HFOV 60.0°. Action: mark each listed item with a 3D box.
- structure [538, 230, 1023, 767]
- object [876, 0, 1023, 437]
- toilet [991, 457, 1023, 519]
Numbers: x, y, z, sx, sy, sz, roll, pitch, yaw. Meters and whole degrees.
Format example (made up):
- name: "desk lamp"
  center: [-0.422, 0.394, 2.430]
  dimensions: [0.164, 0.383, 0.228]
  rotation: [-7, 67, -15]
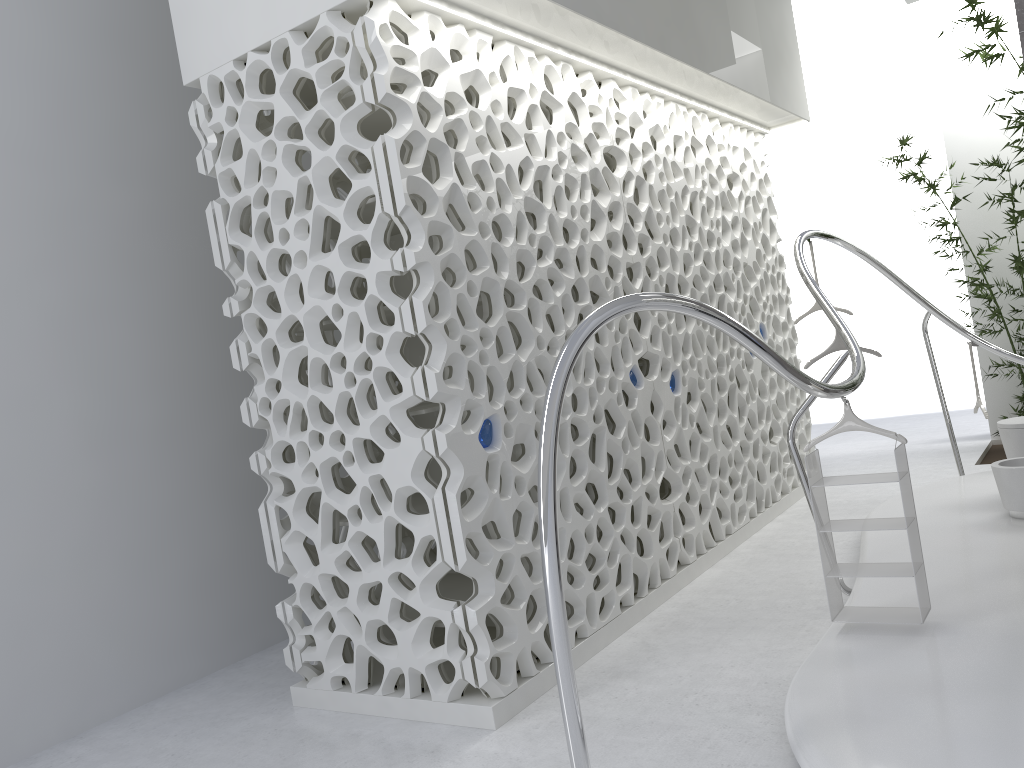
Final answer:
- name: "structure"
  center: [3.641, -0.235, 3.631]
  dimensions: [5.433, 2.080, 5.250]
  rotation: [-9, 1, 30]
- name: "object"
  center: [5.772, -1.592, 6.323]
  dimensions: [4.097, 4.038, 4.664]
  rotation: [-10, 1, -6]
- name: "toilet"
  center: [3.059, 0.582, 5.040]
  dimensions: [0.561, 0.300, 0.354]
  rotation: [-9, 2, 35]
